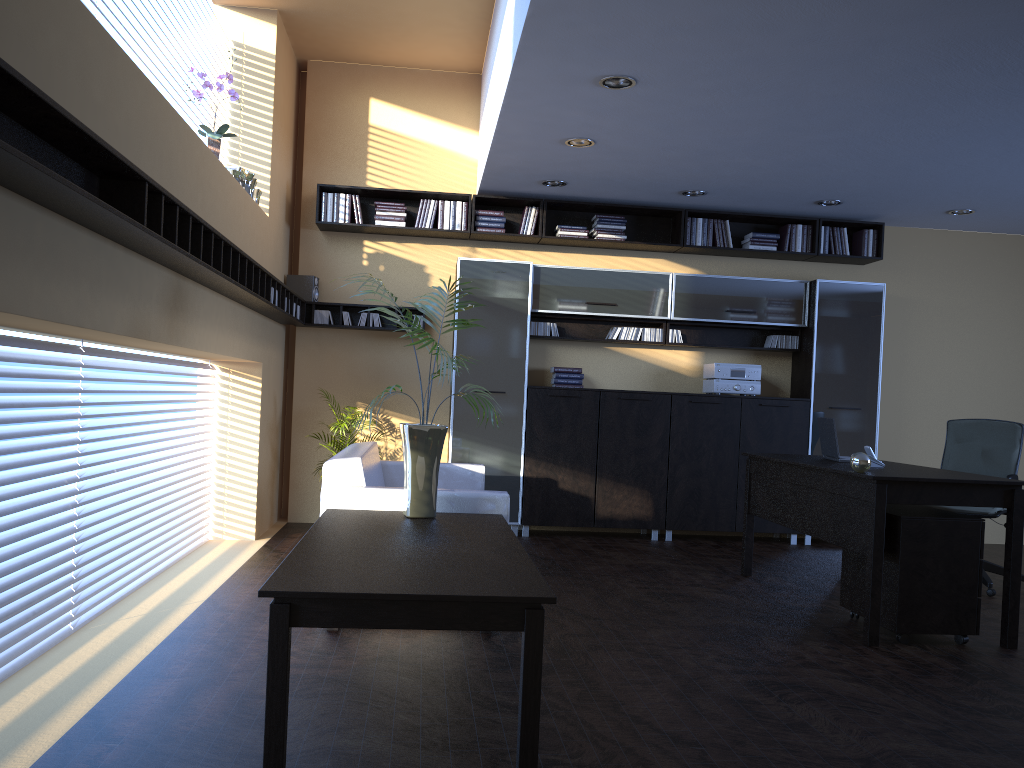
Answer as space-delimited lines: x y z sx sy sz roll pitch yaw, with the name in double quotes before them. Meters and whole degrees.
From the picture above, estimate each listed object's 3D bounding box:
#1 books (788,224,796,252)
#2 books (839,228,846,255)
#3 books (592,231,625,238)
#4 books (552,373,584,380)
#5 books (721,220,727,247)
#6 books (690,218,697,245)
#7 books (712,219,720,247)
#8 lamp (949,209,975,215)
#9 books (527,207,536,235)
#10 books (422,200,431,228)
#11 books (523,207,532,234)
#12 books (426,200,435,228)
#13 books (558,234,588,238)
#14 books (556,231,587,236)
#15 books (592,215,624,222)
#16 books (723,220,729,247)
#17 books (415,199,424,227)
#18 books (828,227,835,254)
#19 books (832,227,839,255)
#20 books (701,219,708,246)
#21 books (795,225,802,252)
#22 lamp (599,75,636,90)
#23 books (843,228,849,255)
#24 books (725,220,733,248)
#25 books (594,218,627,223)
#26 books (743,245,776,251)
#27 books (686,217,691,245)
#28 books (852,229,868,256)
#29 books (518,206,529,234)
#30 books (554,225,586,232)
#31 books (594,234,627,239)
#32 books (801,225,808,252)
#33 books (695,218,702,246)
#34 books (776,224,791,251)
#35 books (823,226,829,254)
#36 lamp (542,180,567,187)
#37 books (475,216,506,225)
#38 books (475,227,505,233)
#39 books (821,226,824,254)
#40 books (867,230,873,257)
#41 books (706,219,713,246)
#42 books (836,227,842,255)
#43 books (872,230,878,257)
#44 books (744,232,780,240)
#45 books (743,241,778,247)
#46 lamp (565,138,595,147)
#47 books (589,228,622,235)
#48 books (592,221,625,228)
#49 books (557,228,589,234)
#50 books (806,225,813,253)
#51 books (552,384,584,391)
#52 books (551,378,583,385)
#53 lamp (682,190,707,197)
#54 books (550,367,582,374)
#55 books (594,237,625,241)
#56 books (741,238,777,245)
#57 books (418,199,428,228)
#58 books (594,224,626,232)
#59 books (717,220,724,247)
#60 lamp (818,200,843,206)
"books" 2.566 -1.329 8.214 0.050 0.258 0.207 3 0 -5
"books" 3.035 -1.307 8.251 0.075 0.260 0.207 3 0 -6
"books" 0.873 -1.352 8.044 0.258 0.028 0.207 3 -1 -6
"books" 0.507 -0.070 8.036 0.258 0.050 0.207 3 -1 -5
"books" 1.917 -1.358 8.144 0.072 0.258 0.207 3 0 -5
"books" 1.634 -1.373 8.123 0.050 0.258 0.207 3 0 -5
"books" 1.853 -1.363 8.142 0.075 0.260 0.207 3 0 -5
"lamp" 3.952 -1.553 7.785 0.209 0.096 0.208 2 -1 12
"books" 0.163 -1.443 7.960 0.075 0.260 0.207 3 0 -6
"books" -0.760 -1.486 7.865 0.075 0.260 0.207 3 0 -6
"books" 0.130 -1.444 7.970 0.075 0.260 0.207 3 0 -6
"books" -0.728 -1.485 7.870 0.075 0.260 0.207 3 0 -6
"books" 0.542 -1.311 7.996 0.258 0.028 0.207 3 -1 -5
"books" 0.533 -1.340 7.997 0.258 0.028 0.207 3 -1 -5
"books" 0.869 -1.496 8.036 0.258 0.028 0.207 3 -1 -6
"books" 1.937 -1.358 8.162 0.072 0.258 0.207 3 0 -5
"books" -0.823 -1.489 7.867 0.075 0.260 0.207 3 0 -6
"books" 2.938 -1.311 8.262 0.075 0.260 0.207 3 0 -5
"books" 2.972 -1.310 8.244 0.075 0.260 0.207 3 0 -6
"books" 1.737 -1.368 8.135 0.050 0.258 0.207 3 0 -6
"books" 2.618 -1.327 8.210 0.050 0.258 0.207 3 0 -6
"lamp" 0.599 -1.751 5.019 0.209 0.096 0.208 3 -1 -36
"books" 3.067 -1.305 8.253 0.075 0.260 0.207 3 0 -6
"books" 1.963 -1.358 8.139 0.072 0.258 0.207 3 0 -6
"books" 0.889 -1.466 8.035 0.258 0.028 0.207 3 -1 -6
"books" 2.278 -1.237 8.193 0.258 0.050 0.207 3 -1 -6
"books" 1.582 -1.375 8.118 0.050 0.258 0.207 3 0 -5
"books" 3.256 -1.296 8.288 0.050 0.258 0.207 3 0 -6
"books" 0.098 -1.445 7.963 0.075 0.260 0.207 3 0 -6
"books" 0.525 -1.397 8.008 0.258 0.028 0.207 3 -1 -7
"books" 0.891 -1.323 8.048 0.258 0.028 0.207 3 -1 -5
"books" 2.670 -1.324 8.216 0.050 0.258 0.207 3 0 -6
"books" 1.686 -1.370 8.123 0.050 0.258 0.207 3 0 -5
"books" 2.512 -1.331 8.205 0.055 0.260 0.207 3 0 -5
"books" 2.876 -1.314 8.234 0.050 0.258 0.207 3 0 -6
"lamp" 0.356 -1.723 7.420 0.209 0.096 0.208 2 -1 12
"books" -0.195 -1.456 7.934 0.258 0.050 0.207 3 -1 -6
"books" -0.200 -1.355 7.930 0.258 0.050 0.207 3 -1 -6
"books" 2.825 -1.317 8.229 0.050 0.258 0.207 3 0 -6
"books" 3.302 -1.294 8.282 0.036 0.258 0.207 3 0 -6
"books" 1.789 -1.366 8.137 0.050 0.258 0.207 3 0 -5
"books" 3.003 -1.308 8.251 0.075 0.260 0.207 3 0 -5
"books" 3.347 -1.292 8.286 0.050 0.258 0.207 3 0 -6
"books" 2.304 -1.351 8.179 0.258 0.050 0.207 3 -1 -6
"books" 2.291 -1.280 8.187 0.258 0.031 0.207 3 -1 -6
"lamp" 0.477 -1.737 6.219 0.209 0.096 0.208 3 -1 -24
"books" 0.851 -1.381 8.055 0.258 0.028 0.207 3 -1 -7
"books" 0.875 -1.439 8.037 0.258 0.028 0.207 3 -1 -6
"books" 0.545 -1.367 8.004 0.258 0.028 0.207 3 -1 -6
"books" 2.721 -1.322 8.221 0.050 0.258 0.207 3 0 -5
"books" 0.502 0.031 8.023 0.258 0.050 0.207 3 -1 -5
"books" 0.493 -0.020 8.026 0.258 0.050 0.207 3 -1 -5
"lamp" 1.555 -1.667 7.541 0.209 0.096 0.208 3 -1 -12
"books" 0.489 -0.123 8.023 0.258 0.050 0.207 3 -1 -6
"books" 0.869 -1.295 8.037 0.258 0.028 0.207 3 -1 -6
"books" 2.280 -1.311 8.185 0.258 0.031 0.207 3 -1 -6
"books" -0.791 -1.488 7.863 0.075 0.260 0.207 3 0 -6
"books" 0.883 -1.409 8.049 0.258 0.028 0.207 3 -1 -6
"books" 1.885 -1.361 8.145 0.075 0.260 0.207 3 0 -6
"lamp" 2.753 -1.610 7.663 0.209 0.096 0.208 3 -1 -12
